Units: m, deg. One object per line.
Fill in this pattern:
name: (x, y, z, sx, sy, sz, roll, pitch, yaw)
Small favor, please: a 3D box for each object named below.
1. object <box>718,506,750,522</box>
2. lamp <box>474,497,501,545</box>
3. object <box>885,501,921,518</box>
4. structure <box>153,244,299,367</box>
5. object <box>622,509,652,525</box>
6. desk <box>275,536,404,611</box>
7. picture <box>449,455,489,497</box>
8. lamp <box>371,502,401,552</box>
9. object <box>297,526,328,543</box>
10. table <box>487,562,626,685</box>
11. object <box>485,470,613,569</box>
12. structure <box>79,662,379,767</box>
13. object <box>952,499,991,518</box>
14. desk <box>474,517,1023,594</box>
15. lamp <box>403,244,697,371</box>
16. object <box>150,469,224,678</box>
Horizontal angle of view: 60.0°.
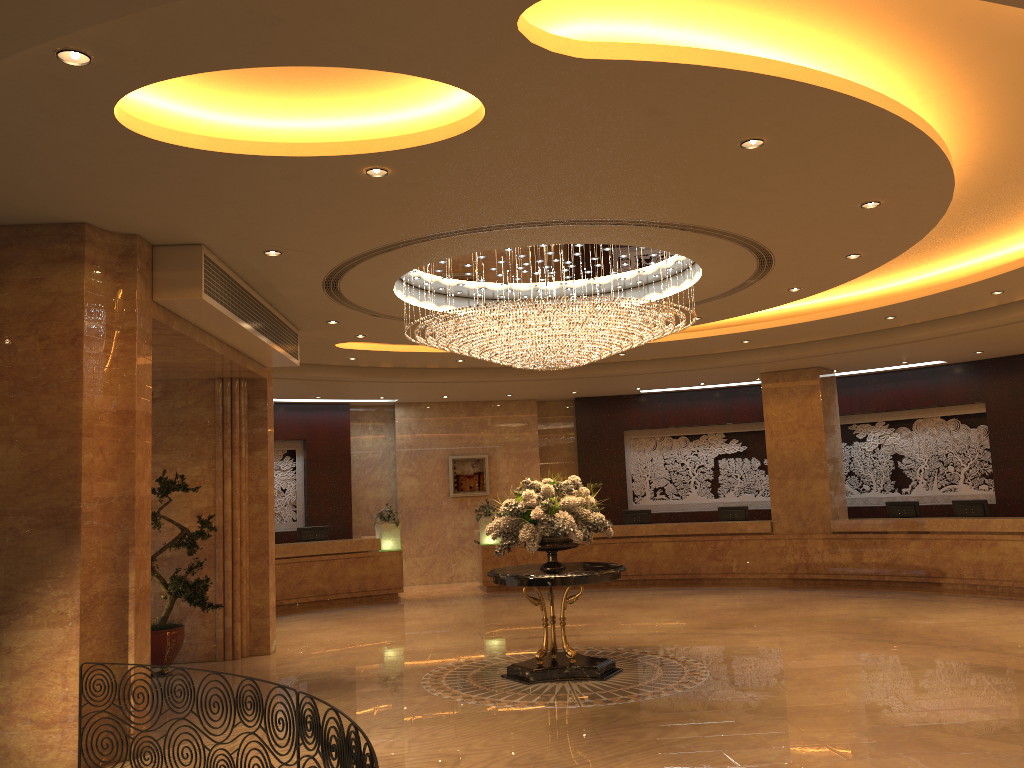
object: (4.395, 2.670, 17.565, 0.430, 0.500, 0.531, 1, -8, -30)
lamp: (-0.464, 2.742, 17.763, 0.577, 0.925, 0.542, -3, -7, 0)
object: (7.008, 2.348, 15.867, 0.430, 0.500, 0.531, -2, -7, -6)
structure: (-2.958, -0.716, 9.694, 0.425, 0.483, 4.113, -2, -7, -2)
object: (2.555, 2.815, 18.094, 0.430, 0.500, 0.531, 4, -9, -41)
desk: (-4.378, 3.515, 16.165, 5.227, 1.155, 1.570, 3, -9, -38)
picture: (-0.951, 2.036, 19.672, 0.875, 0.890, 0.068, -1, -7, -11)
lamp: (-2.430, 2.759, 17.189, 0.570, 0.923, 0.580, -2, -7, -6)
object: (-3.926, 2.959, 16.786, 0.918, 0.500, 0.397, 0, -7, -20)
table: (0.498, 2.513, 9.444, 1.493, 1.089, 1.493, -1, -7, -9)
object: (0.432, 1.483, 9.598, 1.277, 0.999, 1.318, -6, -8, 28)
structure: (-2.419, 2.027, 2.401, 3.815, 0.995, 7.624, -5, -7, 16)
object: (7.788, 2.211, 15.026, 0.430, 0.500, 0.531, -3, -7, 0)
desk: (5.104, 3.056, 15.852, 12.951, 1.155, 3.466, -7, -8, 32)
lamp: (0.410, -0.751, 9.843, 3.206, 1.196, 3.204, -7, -8, 34)
object: (-4.047, 2.175, 10.261, 1.250, 2.363, 0.843, 0, -7, -21)
